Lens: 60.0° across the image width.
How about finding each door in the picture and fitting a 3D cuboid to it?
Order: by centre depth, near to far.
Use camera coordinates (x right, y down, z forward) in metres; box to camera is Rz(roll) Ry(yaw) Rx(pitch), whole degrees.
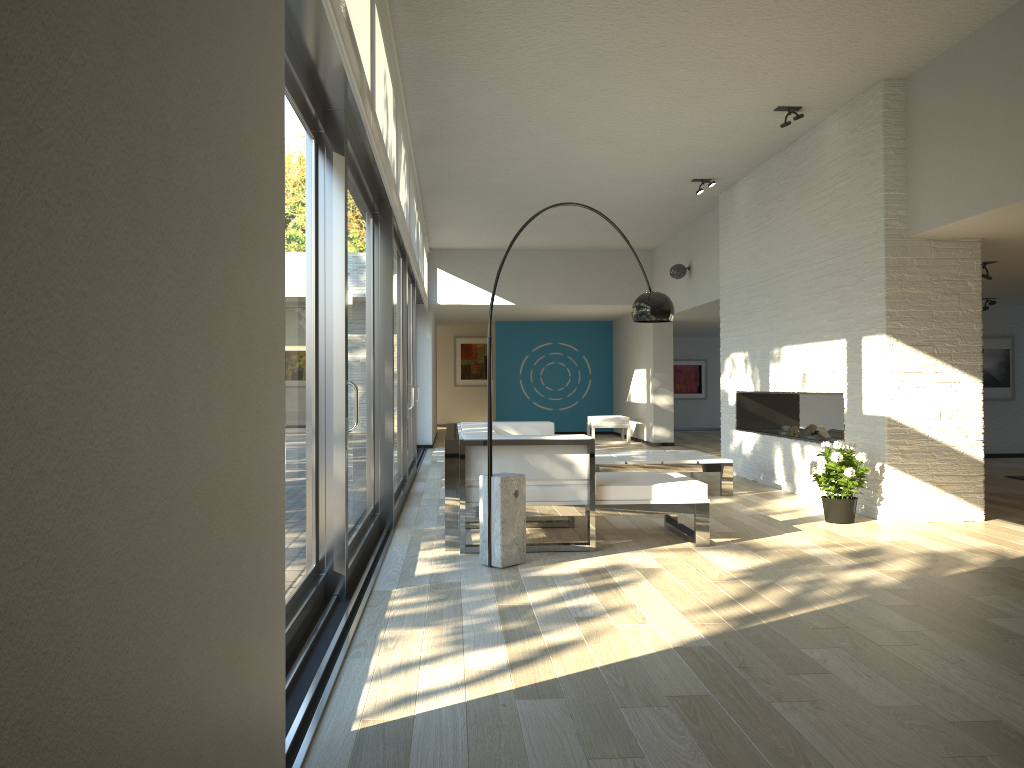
[{"bbox_3d":[-0.202,-0.049,9.686,19.440,2.374,22.945,0,0,-4],"label":"door"}]

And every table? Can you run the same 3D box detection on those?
[{"bbox_3d":[1.237,0.806,8.139,1.220,0.305,1.220,0,0,-4],"label":"table"}]

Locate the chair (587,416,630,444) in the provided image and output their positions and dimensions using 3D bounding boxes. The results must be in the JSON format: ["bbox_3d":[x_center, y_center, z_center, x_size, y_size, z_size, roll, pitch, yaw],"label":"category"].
[{"bbox_3d":[1.577,0.751,14.537,0.611,0.442,0.610,0,0,-4],"label":"chair"}]

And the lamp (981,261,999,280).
[{"bbox_3d":[3.931,-0.936,7.409,0.135,0.153,0.234,0,0,-4],"label":"lamp"}]

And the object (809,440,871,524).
[{"bbox_3d":[2.260,0.671,6.119,0.405,0.571,0.430,0,-1,18],"label":"object"}]

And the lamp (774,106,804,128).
[{"bbox_3d":[2.124,-2.025,6.770,0.234,0.153,0.135,0,-1,-4],"label":"lamp"}]

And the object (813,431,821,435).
[{"bbox_3d":[2.795,0.453,8.056,0.064,0.060,0.229,0,0,-3],"label":"object"}]

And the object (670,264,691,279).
[{"bbox_3d":[2.225,-1.474,11.625,0.315,0.203,0.201,0,0,-4],"label":"object"}]

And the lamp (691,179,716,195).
[{"bbox_3d":[1.968,-2.019,9.086,0.234,0.153,0.135,0,-1,-4],"label":"lamp"}]

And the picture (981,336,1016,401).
[{"bbox_3d":[5.954,-0.199,11.308,0.958,0.828,0.017,0,-1,-4],"label":"picture"}]

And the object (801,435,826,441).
[{"bbox_3d":[2.657,0.495,7.833,0.075,0.074,0.245,0,0,-25],"label":"object"}]

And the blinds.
[{"bbox_3d":[-0.899,-1.590,7.812,0.056,0.984,11.527,0,0,-4],"label":"blinds"}]

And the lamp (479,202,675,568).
[{"bbox_3d":[0.474,-0.060,5.282,0.282,2.024,1.753,-1,-1,39],"label":"lamp"}]

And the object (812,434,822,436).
[{"bbox_3d":[2.755,0.495,8.018,0.076,0.076,0.236,0,0,-5],"label":"object"}]

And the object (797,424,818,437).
[{"bbox_3d":[2.710,0.447,8.130,0.093,0.170,0.271,0,0,-5],"label":"object"}]

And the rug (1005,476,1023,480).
[{"bbox_3d":[5.538,0.928,8.028,0.979,0.011,1.998,0,0,-4],"label":"rug"}]

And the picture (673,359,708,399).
[{"bbox_3d":[3.584,-0.094,18.391,0.958,0.828,0.017,0,-1,-4],"label":"picture"}]

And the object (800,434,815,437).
[{"bbox_3d":[2.681,0.495,8.026,0.075,0.074,0.245,0,0,-5],"label":"object"}]

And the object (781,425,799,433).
[{"bbox_3d":[2.684,0.433,8.564,0.082,0.073,0.237,0,0,-5],"label":"object"}]

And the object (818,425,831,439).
[{"bbox_3d":[2.780,0.449,7.853,0.064,0.165,0.225,0,0,-5],"label":"object"}]

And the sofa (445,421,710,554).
[{"bbox_3d":[0.311,0.635,6.256,1.545,0.654,2.404,0,0,-4],"label":"sofa"}]

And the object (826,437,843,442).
[{"bbox_3d":[2.720,0.494,7.458,0.075,0.074,0.245,0,0,-5],"label":"object"}]

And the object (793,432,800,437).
[{"bbox_3d":[2.719,0.496,8.555,0.076,0.076,0.236,0,0,-5],"label":"object"}]

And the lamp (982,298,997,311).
[{"bbox_3d":[5.625,-0.938,10.486,0.234,0.153,0.135,0,-1,-4],"label":"lamp"}]

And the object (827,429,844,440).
[{"bbox_3d":[2.755,0.428,7.463,0.093,0.088,0.260,0,0,-5],"label":"object"}]

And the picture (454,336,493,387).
[{"bbox_3d":[-0.683,-0.526,20.872,1.378,1.191,0.017,0,-1,-4],"label":"picture"}]

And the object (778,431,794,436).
[{"bbox_3d":[2.645,0.497,8.563,0.075,0.074,0.245,0,0,-5],"label":"object"}]
